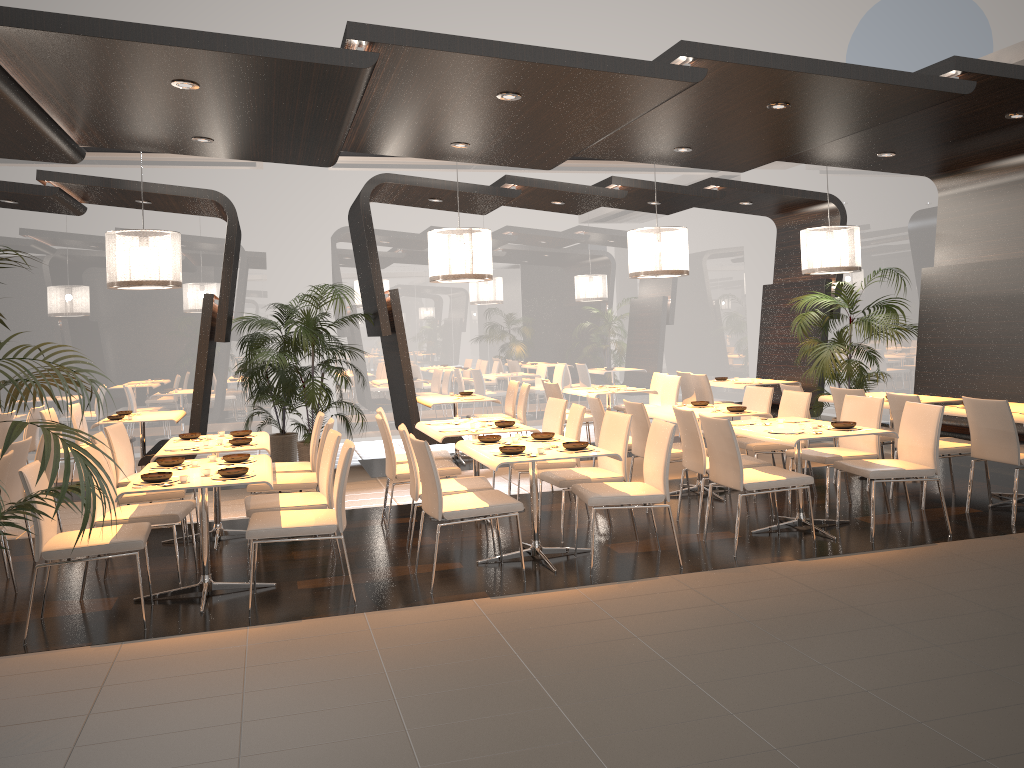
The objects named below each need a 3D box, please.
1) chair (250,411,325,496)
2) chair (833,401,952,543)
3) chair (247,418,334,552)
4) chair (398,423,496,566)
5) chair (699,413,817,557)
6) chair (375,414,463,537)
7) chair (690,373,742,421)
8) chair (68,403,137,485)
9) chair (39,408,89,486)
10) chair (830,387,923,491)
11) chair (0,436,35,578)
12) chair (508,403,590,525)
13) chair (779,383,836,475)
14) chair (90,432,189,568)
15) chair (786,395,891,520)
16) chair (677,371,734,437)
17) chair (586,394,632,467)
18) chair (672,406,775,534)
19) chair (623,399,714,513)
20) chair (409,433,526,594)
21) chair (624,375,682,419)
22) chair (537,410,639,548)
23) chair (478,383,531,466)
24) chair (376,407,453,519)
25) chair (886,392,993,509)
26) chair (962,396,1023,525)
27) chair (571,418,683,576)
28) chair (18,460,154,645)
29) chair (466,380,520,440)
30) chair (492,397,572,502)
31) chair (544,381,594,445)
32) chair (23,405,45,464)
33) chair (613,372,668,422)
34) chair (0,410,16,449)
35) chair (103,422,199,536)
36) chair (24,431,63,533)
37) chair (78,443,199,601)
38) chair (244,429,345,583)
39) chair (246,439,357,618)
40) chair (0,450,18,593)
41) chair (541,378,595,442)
[{"bbox_3d":[-1.798,0.687,7.092,0.605,0.870,0.483,-2,0,-13],"label":"chair"},{"bbox_3d":[2.621,0.584,6.103,0.605,0.875,0.483,-2,0,-8],"label":"chair"},{"bbox_3d":[-1.600,0.716,6.496,0.605,0.870,0.483,-2,0,-8],"label":"chair"},{"bbox_3d":[-0.447,0.707,5.945,0.605,0.870,0.483,-2,0,-8],"label":"chair"},{"bbox_3d":[1.609,0.635,5.895,0.605,0.875,0.483,-2,0,-13],"label":"chair"},{"bbox_3d":[-0.727,0.665,6.792,0.605,0.870,0.483,-2,0,-13],"label":"chair"},{"bbox_3d":[2.537,0.300,10.779,0.605,0.875,0.483,-2,0,-13],"label":"chair"},{"bbox_3d":[-4.407,0.638,9.499,0.605,0.870,0.483,-2,0,-13],"label":"chair"},{"bbox_3d":[-4.358,0.675,8.854,0.605,0.870,0.483,-2,0,-13],"label":"chair"},{"bbox_3d":[3.209,0.455,7.843,0.606,0.875,0.483,-2,0,-18],"label":"chair"},{"bbox_3d":[-3.590,0.825,5.941,0.605,0.870,0.483,-2,0,-8],"label":"chair"},{"bbox_3d":[0.284,0.617,7.000,0.605,0.875,0.483,-2,0,-8],"label":"chair"},{"bbox_3d":[2.931,0.428,8.453,0.605,0.875,0.483,-2,0,-8],"label":"chair"},{"bbox_3d":[-2.613,0.772,6.220,0.606,0.870,0.483,-2,0,-18],"label":"chair"},{"bbox_3d":[2.504,0.546,6.789,0.606,0.875,0.483,-2,0,-18],"label":"chair"},{"bbox_3d":[2.487,0.260,11.424,0.605,0.870,0.483,-2,0,-13],"label":"chair"},{"bbox_3d":[1.002,0.530,7.930,0.605,0.870,0.483,-2,0,-8],"label":"chair"},{"bbox_3d":[1.533,0.600,6.516,0.605,0.875,0.483,-2,0,-8],"label":"chair"},{"bbox_3d":[1.267,0.562,7.293,0.605,0.875,0.483,-2,0,-13],"label":"chair"},{"bbox_3d":[-0.292,0.737,5.365,0.606,0.870,0.483,-2,0,-18],"label":"chair"},{"bbox_3d":[1.699,0.344,10.535,0.605,0.870,0.483,-2,0,-13],"label":"chair"},{"bbox_3d":[0.529,0.654,6.237,0.606,0.875,0.483,-2,0,-18],"label":"chair"},{"bbox_3d":[-0.083,0.443,10.018,0.605,0.870,0.483,-2,0,-8],"label":"chair"},{"bbox_3d":[-0.817,0.631,7.403,0.605,0.870,0.483,-2,0,-8],"label":"chair"},{"bbox_3d":[3.364,0.497,7.026,0.605,0.870,0.483,-2,0,-8],"label":"chair"},{"bbox_3d":[3.686,0.521,6.438,0.605,0.870,0.483,-2,0,-13],"label":"chair"},{"bbox_3d":[0.720,0.686,5.573,0.605,0.870,0.483,-2,0,-8],"label":"chair"},{"bbox_3d":[-2.282,0.849,4.750,0.606,0.870,0.483,-2,0,-18],"label":"chair"},{"bbox_3d":[-0.211,0.412,10.642,0.605,0.875,0.483,-2,0,-13],"label":"chair"},{"bbox_3d":[0.167,0.577,7.685,0.606,0.870,0.483,-2,0,-18],"label":"chair"},{"bbox_3d":[0.717,0.401,10.245,0.606,0.875,0.483,-2,0,-18],"label":"chair"},{"bbox_3d":[-5.245,0.686,9.255,0.605,0.875,0.483,-2,0,-13],"label":"chair"},{"bbox_3d":[1.649,0.308,11.180,0.605,0.875,0.483,-2,0,-13],"label":"chair"},{"bbox_3d":[-5.196,0.724,8.610,0.605,0.875,0.483,-2,0,-13],"label":"chair"},{"bbox_3d":[-2.810,0.738,6.884,0.605,0.870,0.483,-2,0,-8],"label":"chair"},{"bbox_3d":[-3.689,0.791,6.557,0.605,0.870,0.483,-2,0,-13],"label":"chair"},{"bbox_3d":[-2.309,0.807,5.452,0.605,0.870,0.483,-2,0,-8],"label":"chair"},{"bbox_3d":[-1.387,0.763,5.643,0.606,0.875,0.483,-2,0,-18],"label":"chair"},{"bbox_3d":[-1.189,0.792,5.047,0.605,0.875,0.483,-2,0,-13],"label":"chair"},{"bbox_3d":[-3.254,0.862,5.134,0.605,0.870,0.483,-2,0,-13],"label":"chair"},{"bbox_3d":[0.689,0.357,10.946,0.605,0.870,0.483,-2,0,-8],"label":"chair"}]
